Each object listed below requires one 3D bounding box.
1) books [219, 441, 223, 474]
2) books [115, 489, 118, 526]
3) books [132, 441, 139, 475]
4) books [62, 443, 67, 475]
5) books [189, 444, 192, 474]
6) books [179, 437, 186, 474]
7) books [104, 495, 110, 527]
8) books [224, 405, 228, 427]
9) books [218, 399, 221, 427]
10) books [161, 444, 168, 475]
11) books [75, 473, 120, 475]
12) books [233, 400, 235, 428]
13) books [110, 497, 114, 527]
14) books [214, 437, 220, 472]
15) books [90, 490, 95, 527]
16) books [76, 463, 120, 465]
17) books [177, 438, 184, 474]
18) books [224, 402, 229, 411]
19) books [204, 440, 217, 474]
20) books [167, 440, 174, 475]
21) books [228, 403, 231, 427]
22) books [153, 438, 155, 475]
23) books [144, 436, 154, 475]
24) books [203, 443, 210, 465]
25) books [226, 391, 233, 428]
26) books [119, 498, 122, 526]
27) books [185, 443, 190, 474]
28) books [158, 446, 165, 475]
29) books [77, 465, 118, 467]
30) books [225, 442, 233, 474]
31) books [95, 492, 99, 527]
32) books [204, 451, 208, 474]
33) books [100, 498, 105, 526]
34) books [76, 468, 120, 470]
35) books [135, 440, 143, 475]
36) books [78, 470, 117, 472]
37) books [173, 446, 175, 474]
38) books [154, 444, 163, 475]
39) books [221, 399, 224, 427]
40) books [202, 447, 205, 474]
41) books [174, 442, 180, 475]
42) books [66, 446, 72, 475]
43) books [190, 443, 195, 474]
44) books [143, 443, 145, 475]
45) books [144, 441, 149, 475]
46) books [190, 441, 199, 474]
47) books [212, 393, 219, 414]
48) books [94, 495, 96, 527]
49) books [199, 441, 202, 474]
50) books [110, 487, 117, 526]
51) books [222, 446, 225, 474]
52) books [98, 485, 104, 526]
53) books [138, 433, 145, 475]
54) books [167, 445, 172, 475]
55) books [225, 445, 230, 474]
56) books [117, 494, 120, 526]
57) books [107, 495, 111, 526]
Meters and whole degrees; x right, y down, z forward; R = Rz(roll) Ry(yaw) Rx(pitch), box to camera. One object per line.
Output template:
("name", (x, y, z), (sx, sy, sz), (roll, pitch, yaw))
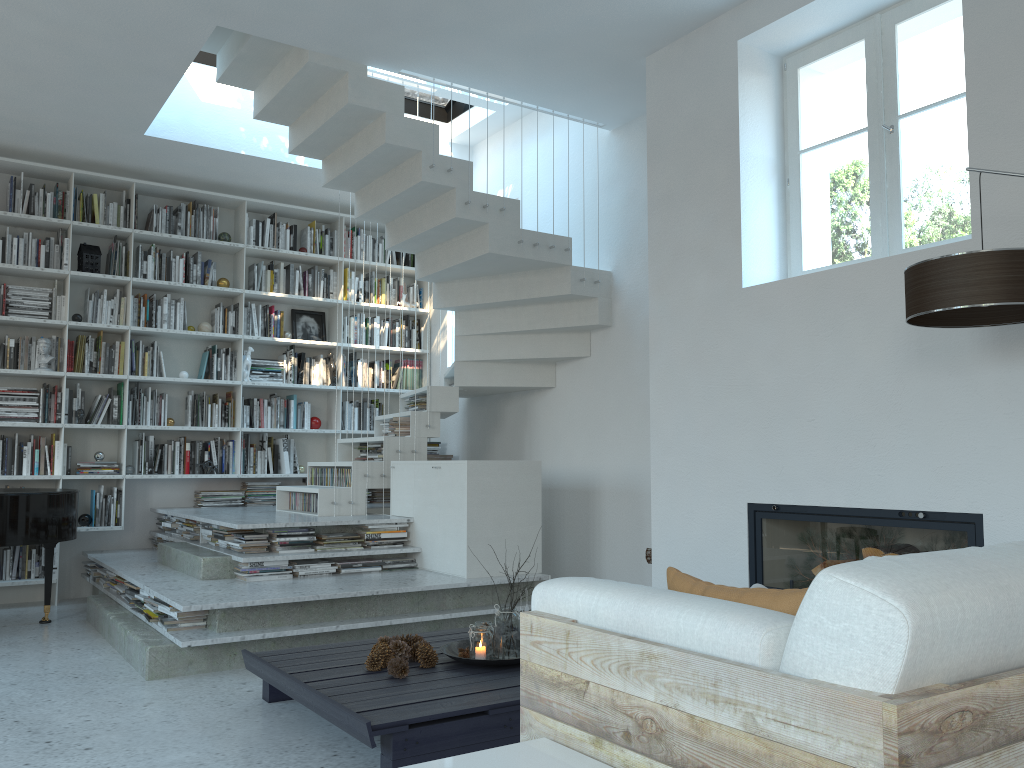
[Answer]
("books", (-2.347, 0.588, 7.091), (0.021, 0.264, 0.150), (3, -5, -33))
("books", (-2.944, 0.912, 6.570), (0.015, 0.270, 0.157), (3, -5, -33))
("books", (-2.866, 0.562, 6.745), (0.012, 0.254, 0.161), (3, -6, -33))
("books", (-3.280, 0.551, 6.481), (0.027, 0.228, 0.141), (3, -6, -33))
("books", (-2.543, 0.590, 6.962), (0.025, 0.237, 0.156), (3, -6, -33))
("books", (-2.575, 0.559, 6.923), (0.012, 0.292, 0.175), (3, -6, -33))
("books", (-2.982, 0.930, 6.510), (0.026, 0.224, 0.175), (3, -6, -33))
("books", (-2.310, 0.264, 7.110), (0.016, 0.180, 0.189), (3, -6, -33))
("books", (-2.362, 0.238, 7.093), (0.018, 0.229, 0.182), (3, -6, -33))
("books", (-2.697, 0.583, 6.865), (0.029, 0.234, 0.142), (3, -6, -33))
("books", (-3.059, 0.665, 6.542), (0.285, 0.012, 0.159), (3, -6, -30))
("books", (-2.267, 0.249, 7.179), (0.009, 0.223, 0.146), (3, -6, -33))
("books", (-2.957, 0.937, 6.525), (0.011, 0.212, 0.178), (3, -6, -33))
("books", (-2.361, 0.573, 7.082), (0.013, 0.293, 0.134), (3, -5, -33))
("books", (-3.064, 0.907, 6.476), (0.005, 0.263, 0.162), (3, -6, -33))
("books", (-3.060, 0.593, 6.549), (0.285, 0.012, 0.159), (3, -6, -29))
("books", (-2.597, 0.564, 6.934), (0.012, 0.285, 0.159), (3, -5, -33))
("books", (-2.312, 0.255, 7.143), (0.016, 0.205, 0.141), (3, -6, -33))
("books", (-2.390, 0.584, 7.050), (0.070, 0.266, 0.186), (3, -6, -33))
("books", (-2.655, 0.568, 6.885), (0.014, 0.267, 0.171), (3, -6, -33))
("books", (-2.294, 0.256, 7.143), (0.013, 0.203, 0.158), (3, -6, -33))
("books", (-2.767, 0.555, 6.800), (0.010, 0.277, 0.174), (3, -6, -33))
("books", (-2.779, 0.545, 6.781), (0.030, 0.294, 0.188), (3, -6, -33))
("books", (-2.426, 0.591, 7.033), (0.012, 0.249, 0.164), (3, -6, -33))
("books", (-2.282, 0.210, 7.145), (0.007, 0.295, 0.162), (3, -5, -33))
("books", (-2.921, 0.945, 6.581), (0.012, 0.206, 0.161), (3, -6, -33))
("books", (-2.558, 0.584, 6.935), (0.031, 0.243, 0.184), (3, -6, -33))
("books", (-2.708, 0.590, 6.845), (0.011, 0.217, 0.175), (3, -6, -33))
("books", (-3.056, 0.604, 6.541), (0.254, 0.012, 0.161), (3, -6, -33))
("books", (-2.280, 0.594, 7.122), (0.026, 0.258, 0.157), (3, -6, -33))
("books", (-3.041, 0.916, 6.480), (0.014, 0.245, 0.176), (3, -6, -33))
("books", (-2.439, 0.623, 7.019), (0.025, 0.181, 0.169), (3, -6, -33))
("books", (-3.012, 0.942, 6.518), (0.013, 0.202, 0.139), (3, -6, -33))
("books", (-3.059, 0.629, 6.544), (0.285, 0.012, 0.159), (3, -6, -30))
("books", (-2.840, 0.557, 6.739), (0.023, 0.262, 0.186), (3, -6, -33))
("books", (-3.060, 0.641, 6.545), (0.254, 0.012, 0.161), (3, -6, -27))
("books", (-2.647, 0.592, 6.895), (0.012, 0.221, 0.153), (3, -6, -33))
("books", (-2.739, 0.581, 6.823), (0.065, 0.231, 0.162), (3, -6, -33))
("books", (-2.340, 0.240, 7.123), (0.021, 0.231, 0.155), (3, -6, -33))
("books", (-2.462, 0.608, 7.012), (0.022, 0.211, 0.135), (3, -6, -33))
("books", (-2.623, 0.576, 6.893), (0.025, 0.252, 0.181), (3, -6, -33))
("books", (-3.257, 0.562, 6.498), (0.030, 0.210, 0.136), (3, -6, -33))
("books", (-2.528, 0.589, 6.980), (0.021, 0.242, 0.131), (3, -5, -33))
("books", (-2.831, 0.572, 6.776), (0.015, 0.240, 0.152), (3, -6, -33))
("books", (-2.802, 0.563, 6.766), (0.023, 0.256, 0.178), (3, -6, -33))
("books", (-2.499, 0.579, 6.980), (0.026, 0.262, 0.173), (3, -6, -33))
("books", (-2.373, 0.215, 7.089), (0.006, 0.274, 0.173), (3, -6, -33))
("books", (-3.062, 0.925, 6.487), (0.012, 0.228, 0.129), (3, -5, -33))
("books", (-2.482, 0.581, 7.000), (0.026, 0.263, 0.169), (3, -6, -33))
("books", (-2.947, 0.902, 6.543), (0.021, 0.284, 0.172), (3, -6, -33))
("books", (-2.326, 0.610, 7.088), (0.013, 0.220, 0.168), (3, -6, -33))
("books", (-3.032, 0.892, 6.511), (0.032, 0.300, 0.149), (3, -5, -33))
("books", (-2.827, 0.531, 6.751), (0.010, 0.316, 0.187), (3, -5, -33))
("books", (-2.672, 0.587, 6.876), (0.024, 0.228, 0.160), (3, -6, -33))
("books", (-2.298, 0.608, 7.101), (0.025, 0.227, 0.176), (3, -6, -33))
("books", (-2.925, 0.930, 6.565), (0.013, 0.233, 0.149), (3, -6, -33))
("books", (-2.976, 0.931, 6.534), (0.012, 0.225, 0.149), (3, -6, -33))
